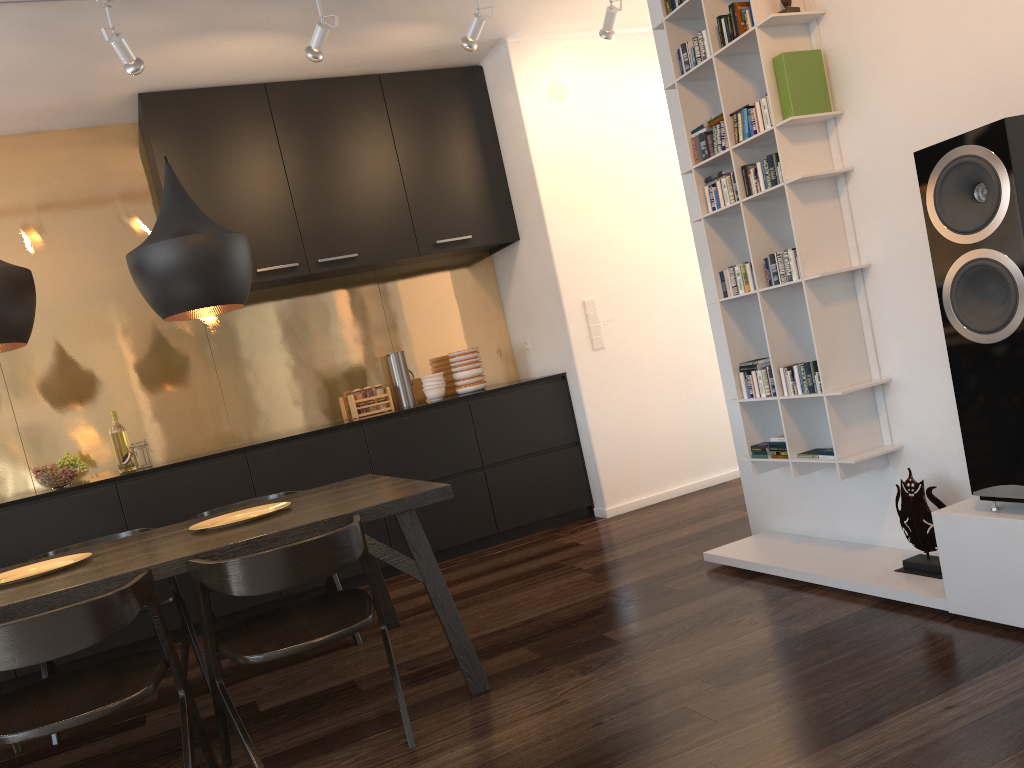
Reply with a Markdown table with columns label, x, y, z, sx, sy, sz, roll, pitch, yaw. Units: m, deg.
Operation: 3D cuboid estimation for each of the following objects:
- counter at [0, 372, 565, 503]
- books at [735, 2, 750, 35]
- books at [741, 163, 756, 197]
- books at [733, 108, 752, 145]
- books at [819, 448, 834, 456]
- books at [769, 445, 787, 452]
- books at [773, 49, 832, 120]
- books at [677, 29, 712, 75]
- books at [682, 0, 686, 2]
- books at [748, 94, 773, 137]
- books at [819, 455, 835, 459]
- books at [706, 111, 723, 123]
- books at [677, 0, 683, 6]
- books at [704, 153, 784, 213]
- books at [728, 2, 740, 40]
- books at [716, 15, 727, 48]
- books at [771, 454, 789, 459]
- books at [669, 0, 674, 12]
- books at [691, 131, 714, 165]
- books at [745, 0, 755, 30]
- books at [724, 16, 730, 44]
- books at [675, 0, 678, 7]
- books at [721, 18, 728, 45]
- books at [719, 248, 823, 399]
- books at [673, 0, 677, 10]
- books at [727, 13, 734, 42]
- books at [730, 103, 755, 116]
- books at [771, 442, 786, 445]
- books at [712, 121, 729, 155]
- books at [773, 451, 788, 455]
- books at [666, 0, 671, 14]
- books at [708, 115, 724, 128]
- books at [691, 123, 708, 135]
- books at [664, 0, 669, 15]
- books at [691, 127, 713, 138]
| label | x | y | z | sx | sy | sz | roll | pitch | yaw |
| --- | --- | --- | --- | --- | --- | --- | --- | --- | --- |
| counter | -2.086 | 0.479 | 4.656 | 5.028 | 0.002 | 0.733 | -13 | 1 | -22 |
| books | 0.798 | -1.239 | 3.004 | 0.068 | 0.108 | 0.016 | -14 | 6 | -22 |
| books | 0.870 | -0.731 | 3.179 | 0.074 | 0.116 | 0.029 | -14 | 6 | -22 |
| books | 0.842 | -0.913 | 3.129 | 0.095 | 0.108 | 0.088 | -14 | 4 | -22 |
| books | 1.142 | 0.239 | 3.124 | 0.069 | 0.014 | 0.093 | -13 | 2 | -17 |
| books | 1.033 | 0.237 | 3.342 | 0.068 | 0.023 | 0.107 | -13 | 2 | -23 |
| books | 0.969 | -0.992 | 2.947 | 0.165 | 0.215 | 0.049 | -14 | 6 | -22 |
| books | 0.717 | -1.229 | 3.259 | 0.108 | 0.113 | 0.222 | -14 | 3 | -23 |
| books | 0.646 | -1.441 | 3.222 | 0.074 | 0.100 | 0.019 | -14 | 6 | -22 |
| books | 0.893 | -0.926 | 3.031 | 0.121 | 0.113 | 0.137 | -14 | 3 | -23 |
| books | 1.146 | 0.251 | 3.130 | 0.069 | 0.014 | 0.092 | -13 | 2 | -23 |
| books | 0.780 | -0.980 | 3.224 | 0.092 | 0.014 | 0.112 | -13 | 2 | -23 |
| books | 0.636 | -1.446 | 3.244 | 0.074 | 0.116 | 0.029 | -14 | 6 | -22 |
| books | 0.878 | -0.732 | 3.204 | 0.121 | 0.113 | 0.468 | -14 | 2 | -23 |
| books | 0.786 | -1.241 | 3.024 | 0.074 | 0.116 | 0.029 | -14 | 6 | -22 |
| books | 0.756 | -1.231 | 3.091 | 0.068 | 0.108 | 0.023 | -14 | 6 | -22 |
| books | 1.045 | 0.268 | 3.347 | 0.068 | 0.016 | 0.107 | -13 | 2 | -23 |
| books | 0.614 | -1.439 | 3.292 | 0.068 | 0.108 | 0.023 | -14 | 6 | -22 |
| books | 0.753 | -0.897 | 3.350 | 0.095 | 0.105 | 0.101 | -14 | 4 | -22 |
| books | 0.784 | -1.352 | 3.033 | 0.106 | 0.335 | 0.229 | -15 | 5 | -22 |
| books | 0.773 | -1.226 | 3.063 | 0.069 | 0.093 | 0.014 | -14 | 6 | -22 |
| books | 0.632 | -1.434 | 3.263 | 0.069 | 0.093 | 0.014 | -14 | 6 | -22 |
| books | 0.768 | -1.225 | 3.076 | 0.069 | 0.093 | 0.014 | -14 | 6 | -22 |
| books | 0.987 | -0.216 | 3.254 | 0.121 | 0.514 | 0.470 | -15 | 4 | -23 |
| books | 0.625 | -1.433 | 3.276 | 0.069 | 0.093 | 0.014 | -14 | 6 | -22 |
| books | 0.778 | -1.228 | 3.047 | 0.069 | 0.093 | 0.020 | -14 | 6 | -22 |
| books | 0.827 | -0.968 | 3.115 | 0.068 | 0.008 | 0.107 | -13 | 2 | -23 |
| books | 1.034 | 0.217 | 3.334 | 0.069 | 0.014 | 0.092 | -13 | 2 | -23 |
| books | 0.800 | -0.907 | 3.237 | 0.095 | 0.108 | 0.114 | -14 | 4 | -23 |
| books | 1.042 | 0.253 | 3.338 | 0.069 | 0.014 | 0.092 | -13 | 2 | -23 |
| books | 0.610 | -1.431 | 3.310 | 0.069 | 0.093 | 0.014 | -14 | 6 | -22 |
| books | 0.774 | -0.964 | 3.223 | 0.068 | 0.018 | 0.107 | -13 | 2 | -23 |
| books | 0.730 | -0.966 | 3.340 | 0.069 | 0.014 | 0.093 | -13 | 2 | -17 |
| books | 0.606 | -1.438 | 3.324 | 0.068 | 0.108 | 0.016 | -14 | 6 | -22 |
| books | 0.735 | -0.954 | 3.346 | 0.069 | 0.014 | 0.092 | -13 | 2 | -23 |
